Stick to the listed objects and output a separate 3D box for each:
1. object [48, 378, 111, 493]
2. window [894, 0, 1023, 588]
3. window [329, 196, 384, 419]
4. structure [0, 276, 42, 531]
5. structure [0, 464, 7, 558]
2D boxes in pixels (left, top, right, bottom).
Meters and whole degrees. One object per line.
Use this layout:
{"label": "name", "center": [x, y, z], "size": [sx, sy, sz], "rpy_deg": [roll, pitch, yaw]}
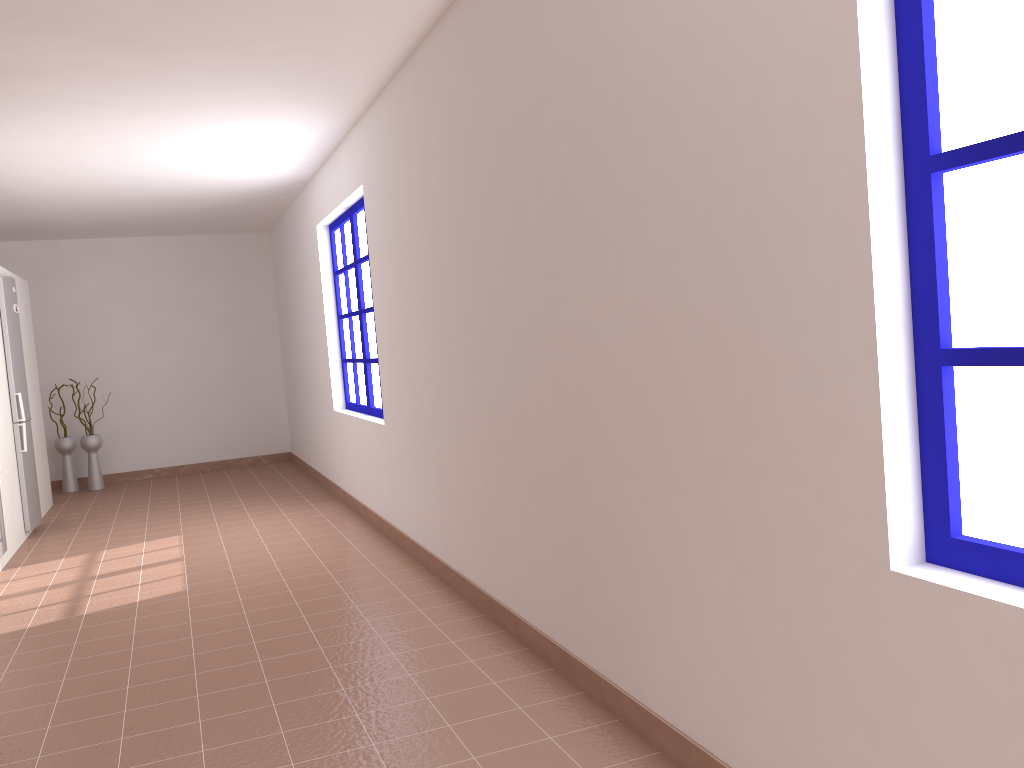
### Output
{"label": "object", "center": [-4.161, 0.490, 8.675], "size": [0.655, 1.112, 0.284], "rpy_deg": [-5, 3, -2]}
{"label": "window", "center": [1.030, -0.365, 0.810], "size": [0.035, 1.430, 1.699], "rpy_deg": [-6, 3, -21]}
{"label": "window", "center": [-1.035, -0.497, 6.120], "size": [0.035, 1.430, 1.699], "rpy_deg": [-6, 3, -21]}
{"label": "structure", "center": [-3.667, 0.134, 6.642], "size": [0.089, 1.862, 0.604], "rpy_deg": [-6, 3, -21]}
{"label": "structure", "center": [-3.095, 0.759, 5.292], "size": [0.058, 0.592, 0.596], "rpy_deg": [-6, 3, -21]}
